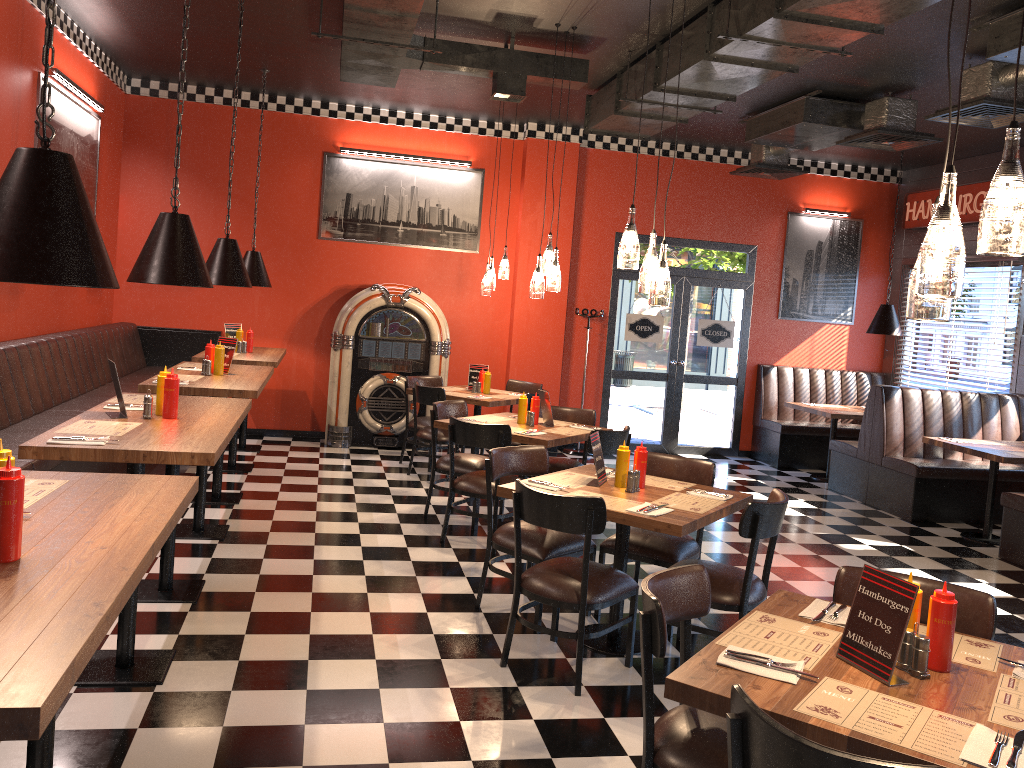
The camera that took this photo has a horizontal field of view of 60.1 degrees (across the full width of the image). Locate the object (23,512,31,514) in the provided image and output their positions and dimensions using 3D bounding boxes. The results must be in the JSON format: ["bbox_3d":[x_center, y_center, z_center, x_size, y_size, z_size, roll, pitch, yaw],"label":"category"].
[{"bbox_3d":[-1.409,0.338,2.350,0.255,0.019,0.158,3,5,-15],"label":"object"}]

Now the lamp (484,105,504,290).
[{"bbox_3d":[-0.136,-1.875,8.409,0.109,1.961,0.108,6,3,30],"label":"lamp"}]

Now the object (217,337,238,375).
[{"bbox_3d":[-2.058,-0.203,6.324,0.188,0.256,0.072,7,4,29],"label":"object"}]

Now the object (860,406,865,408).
[{"bbox_3d":[4.111,0.272,10.104,0.157,0.019,0.256,3,6,-17],"label":"object"}]

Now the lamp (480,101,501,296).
[{"bbox_3d":[-0.179,-1.830,8.529,0.108,1.961,0.109,3,3,-30],"label":"lamp"}]

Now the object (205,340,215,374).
[{"bbox_3d":[-2.134,-0.193,6.257,0.068,0.237,0.068,4,3,-17],"label":"object"}]

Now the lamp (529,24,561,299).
[{"bbox_3d":[0.253,-1.594,6.354,0.108,1.961,0.109,4,3,0],"label":"lamp"}]

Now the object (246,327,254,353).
[{"bbox_3d":[-2.482,-0.418,8.376,0.068,0.237,0.068,3,3,-19],"label":"object"}]

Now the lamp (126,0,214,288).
[{"bbox_3d":[-1.520,-1.480,4.102,0.383,2.040,0.382,6,3,29],"label":"lamp"}]

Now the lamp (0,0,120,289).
[{"bbox_3d":[-1.128,-1.272,2.208,0.383,2.040,0.382,6,3,29],"label":"lamp"}]

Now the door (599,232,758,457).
[{"bbox_3d":[1.984,-0.441,10.552,1.799,2.566,0.128,4,3,-12],"label":"door"}]

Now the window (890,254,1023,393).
[{"bbox_3d":[4.992,-0.581,9.945,0.127,1.710,2.034,4,4,-12],"label":"window"}]

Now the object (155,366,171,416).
[{"bbox_3d":[-1.664,0.032,4.240,0.068,0.237,0.068,4,3,-3],"label":"object"}]

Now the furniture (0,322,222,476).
[{"bbox_3d":[-2.798,0.406,5.127,1.103,1.146,8.788,4,5,-12],"label":"furniture"}]

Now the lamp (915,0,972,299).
[{"bbox_3d":[1.133,-1.192,2.150,0.108,1.961,0.109,3,3,-25],"label":"lamp"}]

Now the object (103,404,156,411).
[{"bbox_3d":[-1.881,0.111,4.391,0.255,0.019,0.158,3,5,-15],"label":"object"}]

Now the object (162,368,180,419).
[{"bbox_3d":[-1.603,0.043,4.169,0.068,0.237,0.068,5,3,8],"label":"object"}]

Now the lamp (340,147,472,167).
[{"bbox_3d":[-1.159,-2.491,9.732,1.443,0.056,0.081,3,5,-12],"label":"lamp"}]

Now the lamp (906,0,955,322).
[{"bbox_3d":[1.164,-1.142,2.271,0.109,1.961,0.108,6,3,35],"label":"lamp"}]

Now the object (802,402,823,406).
[{"bbox_3d":[3.385,0.228,9.963,0.157,0.019,0.256,3,5,-11],"label":"object"}]

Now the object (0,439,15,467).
[{"bbox_3d":[-1.271,0.253,2.191,0.068,0.237,0.068,2,4,-37],"label":"object"}]

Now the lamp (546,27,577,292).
[{"bbox_3d":[0.374,-1.647,6.390,0.108,1.961,0.109,3,3,-30],"label":"lamp"}]

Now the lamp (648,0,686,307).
[{"bbox_3d":[0.801,-1.362,4.328,0.108,1.961,0.109,4,3,0],"label":"lamp"}]

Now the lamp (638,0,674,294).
[{"bbox_3d":[0.768,-1.434,4.442,0.109,1.961,0.108,6,3,30],"label":"lamp"}]

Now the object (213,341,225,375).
[{"bbox_3d":[-2.053,-0.183,6.211,0.068,0.237,0.068,3,3,-23],"label":"object"}]

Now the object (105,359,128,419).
[{"bbox_3d":[-1.834,0.020,4.119,0.072,0.256,0.189,3,4,-33],"label":"object"}]

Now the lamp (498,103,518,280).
[{"bbox_3d":[-0.006,-1.981,8.451,0.108,1.961,0.108,5,3,20],"label":"lamp"}]

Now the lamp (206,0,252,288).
[{"bbox_3d":[-1.963,-1.714,6.243,0.383,2.040,0.382,6,3,29],"label":"lamp"}]

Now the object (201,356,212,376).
[{"bbox_3d":[-2.116,-0.129,6.141,0.094,0.136,0.046,8,4,43],"label":"object"}]

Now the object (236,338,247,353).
[{"bbox_3d":[-2.518,-0.358,8.264,0.093,0.136,0.047,2,4,-32],"label":"object"}]

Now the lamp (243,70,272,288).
[{"bbox_3d":[-2.417,-1.954,8.434,0.383,2.040,0.382,6,3,29],"label":"lamp"}]

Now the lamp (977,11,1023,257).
[{"bbox_3d":[1.268,-1.291,2.113,0.108,1.961,0.109,3,3,-20],"label":"lamp"}]

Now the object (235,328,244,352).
[{"bbox_3d":[-2.575,-0.424,8.367,0.068,0.237,0.068,3,3,-19],"label":"object"}]

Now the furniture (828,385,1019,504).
[{"bbox_3d":[4.190,0.588,8.991,1.708,1.152,0.708,4,4,-12],"label":"furniture"}]

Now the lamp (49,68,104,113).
[{"bbox_3d":[-3.607,-2.424,7.354,0.081,0.056,1.449,3,5,-12],"label":"lamp"}]

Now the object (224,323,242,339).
[{"bbox_3d":[-2.646,-0.446,8.437,0.072,0.256,0.188,7,4,38],"label":"object"}]

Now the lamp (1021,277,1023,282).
[{"bbox_3d":[5.181,-1.029,8.731,0.081,0.056,0.335,3,5,-12],"label":"lamp"}]

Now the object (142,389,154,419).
[{"bbox_3d":[-1.695,0.092,4.128,0.046,0.136,0.094,3,4,-22],"label":"object"}]

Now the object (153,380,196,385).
[{"bbox_3d":[-2.109,-0.014,5.542,0.255,0.019,0.158,3,5,-15],"label":"object"}]

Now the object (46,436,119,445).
[{"bbox_3d":[-1.663,0.216,3.451,0.255,0.019,0.158,3,5,-15],"label":"object"}]

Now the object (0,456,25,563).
[{"bbox_3d":[-1.145,0.280,2.007,0.068,0.237,0.068,2,4,-37],"label":"object"}]

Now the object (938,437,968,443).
[{"bbox_3d":[3.797,0.480,7.603,0.157,0.019,0.256,4,5,-6],"label":"object"}]

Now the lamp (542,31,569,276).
[{"bbox_3d":[0.336,-1.773,6.506,0.109,1.961,0.108,6,3,35],"label":"lamp"}]

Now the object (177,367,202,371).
[{"bbox_3d":[-2.298,-0.113,6.441,0.255,0.019,0.158,3,5,-15],"label":"object"}]

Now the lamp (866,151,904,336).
[{"bbox_3d":[4.180,-1.559,9.708,0.383,2.040,0.382,7,4,37],"label":"lamp"}]

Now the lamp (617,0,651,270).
[{"bbox_3d":[0.655,-1.551,4.389,0.108,1.961,0.109,2,4,-40],"label":"lamp"}]

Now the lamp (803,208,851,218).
[{"bbox_3d":[3.832,-2.087,10.794,0.610,0.056,0.081,3,5,-12],"label":"lamp"}]
